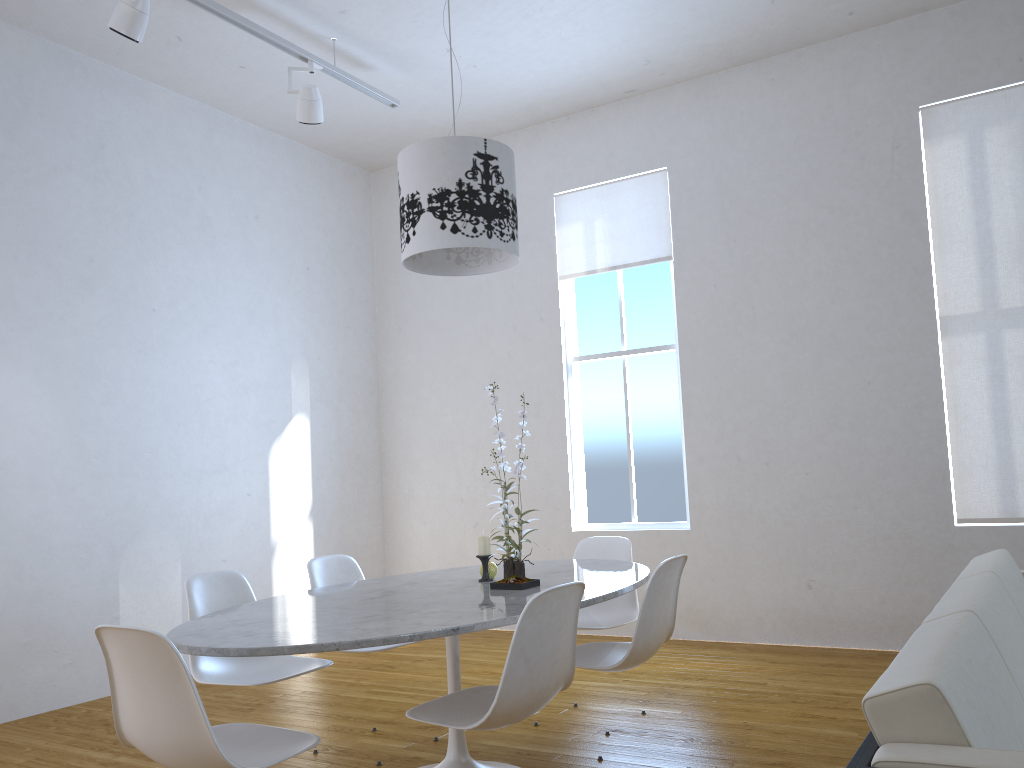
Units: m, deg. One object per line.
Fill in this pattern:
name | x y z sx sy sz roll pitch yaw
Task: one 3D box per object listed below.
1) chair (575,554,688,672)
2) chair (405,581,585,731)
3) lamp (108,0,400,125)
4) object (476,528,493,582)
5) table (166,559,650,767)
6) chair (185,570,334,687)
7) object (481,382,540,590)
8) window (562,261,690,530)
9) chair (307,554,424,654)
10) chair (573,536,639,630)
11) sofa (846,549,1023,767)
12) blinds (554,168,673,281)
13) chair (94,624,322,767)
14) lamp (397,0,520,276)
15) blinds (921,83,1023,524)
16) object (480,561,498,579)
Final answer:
chair | 0.343 0.722 2.815 0.420 0.351 0.406 -6 -6 30
chair | -0.030 0.679 2.247 0.420 0.351 0.406 -7 -7 35
lamp | -1.459 -1.575 3.567 0.205 0.485 3.122 -5 -7 29
object | -0.092 0.572 2.979 0.059 0.176 0.059 -4 -5 16
table | -0.177 0.952 2.741 1.072 0.621 1.912 -6 -7 30
chair | -0.832 0.788 2.878 0.420 0.351 0.406 -6 -6 29
object | -0.019 0.321 2.781 0.166 0.637 0.202 0 -5 -30
window | 0.687 -0.184 5.411 0.775 2.123 0.074 -6 -5 31
chair | -0.542 0.822 3.326 0.420 0.351 0.406 -7 -7 34
chair | 0.295 0.805 3.555 0.406 0.351 0.420 -6 -7 33
sofa | 1.870 0.687 1.410 9.737 0.677 5.344 -7 -7 31
blinds | 0.606 -0.959 5.401 0.763 0.555 0.007 -6 -6 31
chair | -0.678 0.681 1.971 0.406 0.351 0.420 -6 -7 33
lamp | -0.211 -1.175 3.060 0.400 1.534 0.400 -3 -5 -2
blinds | 2.458 -0.399 4.238 0.763 2.105 0.007 -6 -5 31
object | -0.081 0.621 3.040 0.063 0.091 0.063 -2 -5 -11
